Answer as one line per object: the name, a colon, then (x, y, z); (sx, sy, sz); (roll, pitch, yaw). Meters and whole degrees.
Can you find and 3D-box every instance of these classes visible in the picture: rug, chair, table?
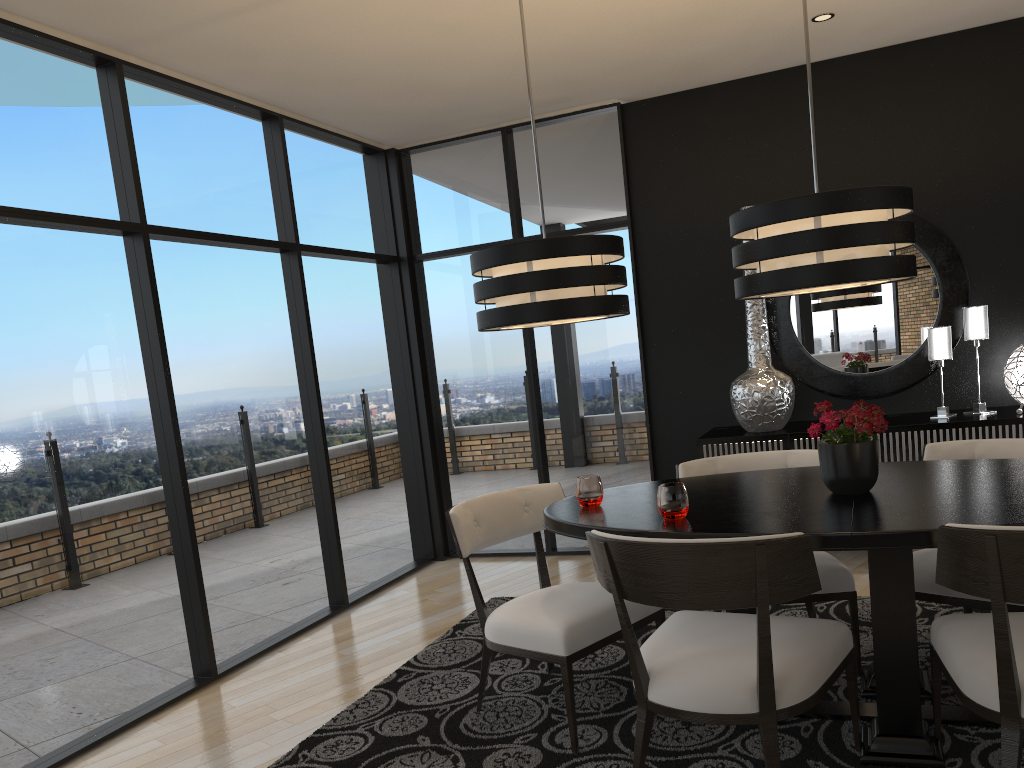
rug: (1.130, 1.111, 2.962); (3.731, 0.011, 2.690); (-6, 2, 22)
chair: (1.738, 0.635, 3.190); (0.611, 0.814, 0.642); (-10, 6, -40)
table: (1.141, 0.728, 2.879); (2.111, 0.776, 1.196); (-5, 3, 24)
chair: (0.150, 0.809, 3.259); (0.617, 0.814, 0.636); (-2, 7, 42)
chair: (1.423, 0.696, 2.266); (0.644, 0.814, 0.609); (-5, 5, 15)
chair: (0.611, 0.778, 2.561); (0.644, 0.814, 0.609); (-3, 6, 32)
chair: (1.014, 0.706, 3.525); (0.643, 0.814, 0.610); (-6, 5, 8)

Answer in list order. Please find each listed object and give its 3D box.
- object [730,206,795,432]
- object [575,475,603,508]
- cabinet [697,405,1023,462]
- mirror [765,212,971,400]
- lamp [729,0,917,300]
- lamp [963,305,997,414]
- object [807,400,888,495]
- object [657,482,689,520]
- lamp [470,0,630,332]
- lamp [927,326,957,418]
object: (1.334, -0.347, 4.814); (0.344, 1.220, 0.339); (-2, 8, 31)
object: (0.271, 0.375, 3.085); (0.095, 0.107, 0.095); (-7, 5, -12)
cabinet: (2.189, 0.561, 4.699); (2.243, 0.774, 0.603); (-5, 5, 22)
mirror: (1.958, -0.447, 4.930); (1.079, 1.088, 0.025); (-5, 7, 22)
lamp: (0.905, -0.959, 2.690); (0.537, 1.341, 0.529); (-4, 7, 21)
lamp: (2.401, -0.124, 4.553); (0.124, 0.555, 0.131); (-8, 7, -16)
object: (1.070, 0.199, 2.802); (0.238, 0.301, 0.226); (-4, 5, 24)
object: (0.494, 0.361, 2.713); (0.095, 0.107, 0.094); (-3, 6, 33)
lamp: (0.075, -0.876, 3.030); (0.537, 1.341, 0.529); (-4, 7, 21)
lamp: (2.222, -0.061, 4.569); (0.125, 0.470, 0.131); (0, 9, 44)
